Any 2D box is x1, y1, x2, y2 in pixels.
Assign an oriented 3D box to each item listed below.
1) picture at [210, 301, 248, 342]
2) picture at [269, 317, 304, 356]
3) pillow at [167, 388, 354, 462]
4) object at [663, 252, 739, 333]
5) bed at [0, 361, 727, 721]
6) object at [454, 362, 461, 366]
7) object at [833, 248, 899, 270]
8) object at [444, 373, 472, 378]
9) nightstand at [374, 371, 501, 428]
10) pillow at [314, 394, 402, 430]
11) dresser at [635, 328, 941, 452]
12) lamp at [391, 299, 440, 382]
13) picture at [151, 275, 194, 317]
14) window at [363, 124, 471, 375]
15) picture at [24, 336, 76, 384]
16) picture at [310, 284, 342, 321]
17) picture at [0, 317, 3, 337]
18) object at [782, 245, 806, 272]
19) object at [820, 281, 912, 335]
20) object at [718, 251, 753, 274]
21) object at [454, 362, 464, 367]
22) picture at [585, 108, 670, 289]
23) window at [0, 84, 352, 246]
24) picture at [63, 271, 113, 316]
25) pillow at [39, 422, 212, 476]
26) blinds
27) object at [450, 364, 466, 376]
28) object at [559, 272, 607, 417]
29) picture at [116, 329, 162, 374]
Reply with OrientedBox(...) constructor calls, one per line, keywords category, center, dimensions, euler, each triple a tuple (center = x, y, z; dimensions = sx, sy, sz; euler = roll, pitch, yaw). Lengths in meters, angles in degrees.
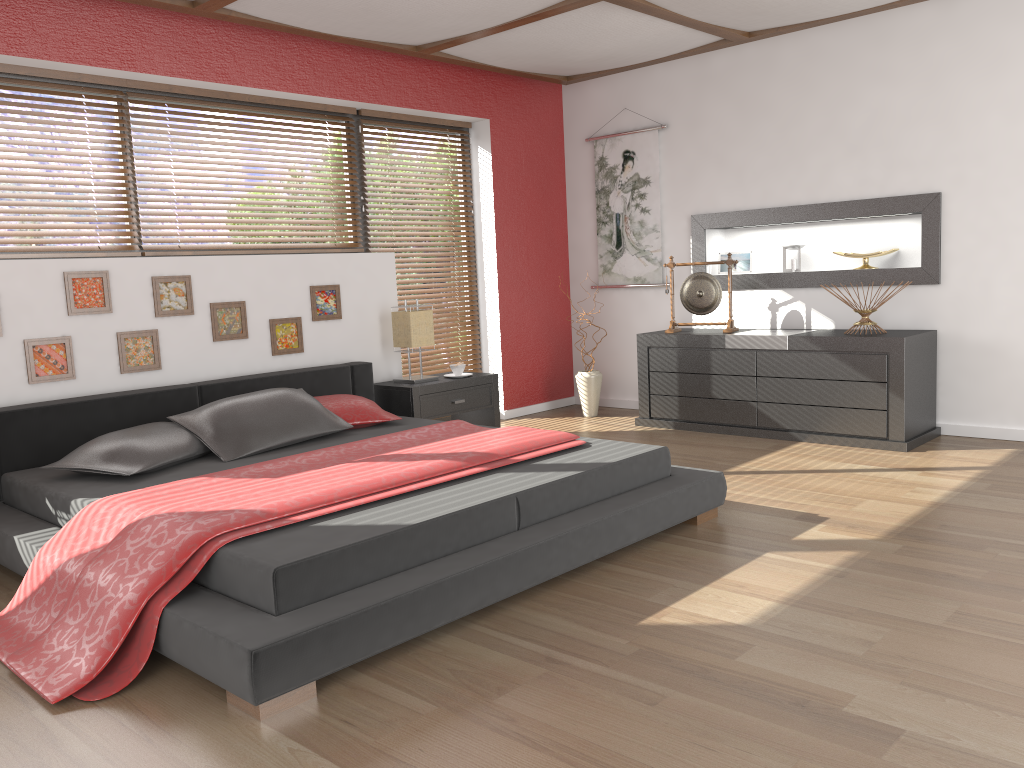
OrientedBox(category="picture", center=(-1.483, -0.330, 4.653), dimensions=(0.010, 0.200, 0.200), euler=(4, 10, 43))
OrientedBox(category="picture", center=(-1.247, -0.265, 4.911), dimensions=(0.010, 0.200, 0.200), euler=(4, 10, 43))
OrientedBox(category="pillow", center=(-1.139, 0.159, 4.080), dimensions=(0.386, 0.241, 0.744), euler=(3, 9, 39))
OrientedBox(category="object", center=(1.211, -0.583, 5.687), dimensions=(0.490, 0.498, 0.173), euler=(1, 8, 28))
OrientedBox(category="bed", center=(-0.842, 0.350, 3.561), dimensions=(2.413, 0.577, 2.469), euler=(4, 10, 43))
OrientedBox(category="object", center=(-0.336, -0.123, 5.464), dimensions=(0.007, 0.007, 0.192), euler=(-2, 7, 8))
OrientedBox(category="object", center=(2.155, -0.757, 5.401), dimensions=(0.350, 0.116, 0.181), euler=(2, 8, 33))
OrientedBox(category="object", center=(-0.331, -0.052, 5.465), dimensions=(0.179, 0.012, 0.179), euler=(-6, 8, -21))
OrientedBox(category="nightstand", center=(-0.456, 0.178, 5.429), dimensions=(0.413, 0.423, 0.700), euler=(4, 10, 43))
OrientedBox(category="pillow", center=(-0.966, 0.154, 4.469), dimensions=(0.745, 0.172, 0.418), euler=(-6, 8, -27))
OrientedBox(category="dresser", center=(1.618, -0.016, 5.430), dimensions=(1.740, 0.608, 0.540), euler=(4, 10, 43))
OrientedBox(category="lamp", center=(-0.589, -0.267, 5.314), dimensions=(0.200, 0.480, 0.200), euler=(4, 10, 43))
OrientedBox(category="picture", center=(-1.690, -0.439, 4.424), dimensions=(0.010, 0.200, 0.200), euler=(4, 10, 43))
OrientedBox(category="window", center=(-0.628, -0.792, 6.054), dimensions=(0.020, 1.893, 0.889), euler=(4, 10, 43))
OrientedBox(category="picture", center=(-2.092, -0.110, 4.017), dimensions=(0.010, 0.200, 0.200), euler=(4, 10, 43))
OrientedBox(category="picture", center=(-1.067, -0.466, 5.089), dimensions=(0.010, 0.200, 0.200), euler=(4, 10, 43))
OrientedBox(category="picture", center=(-2.297, -0.294, 3.785), dimensions=(0.010, 0.200, 0.200), euler=(4, 10, 43))
OrientedBox(category="object", center=(1.823, -0.810, 5.729), dimensions=(0.159, 0.171, 0.159), euler=(-3, 7, 2))
OrientedBox(category="object", center=(1.990, -0.427, 4.994), dimensions=(0.481, 0.282, 0.481), euler=(-2, 7, 10))
OrientedBox(category="object", center=(1.505, -0.818, 5.982), dimensions=(0.226, 0.146, 0.041), euler=(0, 8, 23))
OrientedBox(category="object", center=(-0.325, -0.121, 5.443), dimensions=(0.007, 0.007, 0.192), euler=(-1, 7, 13))
OrientedBox(category="picture", center=(0.826, -1.326, 6.363), dimensions=(0.701, 1.270, 0.028), euler=(4, 10, 43))
OrientedBox(category="window", center=(-1.983, -1.091, 4.582), dimensions=(0.020, 0.786, 2.817), euler=(4, 10, 43))
OrientedBox(category="picture", center=(-1.970, -0.424, 4.125), dimensions=(0.010, 0.200, 0.200), euler=(4, 10, 43))
OrientedBox(category="pillow", center=(-1.549, 0.269, 3.775), dimensions=(0.418, 0.172, 0.745), euler=(0, 7, 18))
OrientedBox(category="blinds", center=(-1.908, -0.514, 4.604), dimensions=(0.032, 1.952, 4.840), euler=(4, 10, 43))
OrientedBox(category="object", center=(-0.333, -0.084, 5.461), dimensions=(0.099, 0.069, 0.099), euler=(-6, 8, -21))
OrientedBox(category="object", center=(0.494, -0.277, 6.237), dimensions=(0.364, 1.035, 0.422), euler=(0, 7, 18))
OrientedBox(category="picture", center=(-1.812, -0.159, 4.314), dimensions=(0.010, 0.200, 0.200), euler=(4, 10, 43))
